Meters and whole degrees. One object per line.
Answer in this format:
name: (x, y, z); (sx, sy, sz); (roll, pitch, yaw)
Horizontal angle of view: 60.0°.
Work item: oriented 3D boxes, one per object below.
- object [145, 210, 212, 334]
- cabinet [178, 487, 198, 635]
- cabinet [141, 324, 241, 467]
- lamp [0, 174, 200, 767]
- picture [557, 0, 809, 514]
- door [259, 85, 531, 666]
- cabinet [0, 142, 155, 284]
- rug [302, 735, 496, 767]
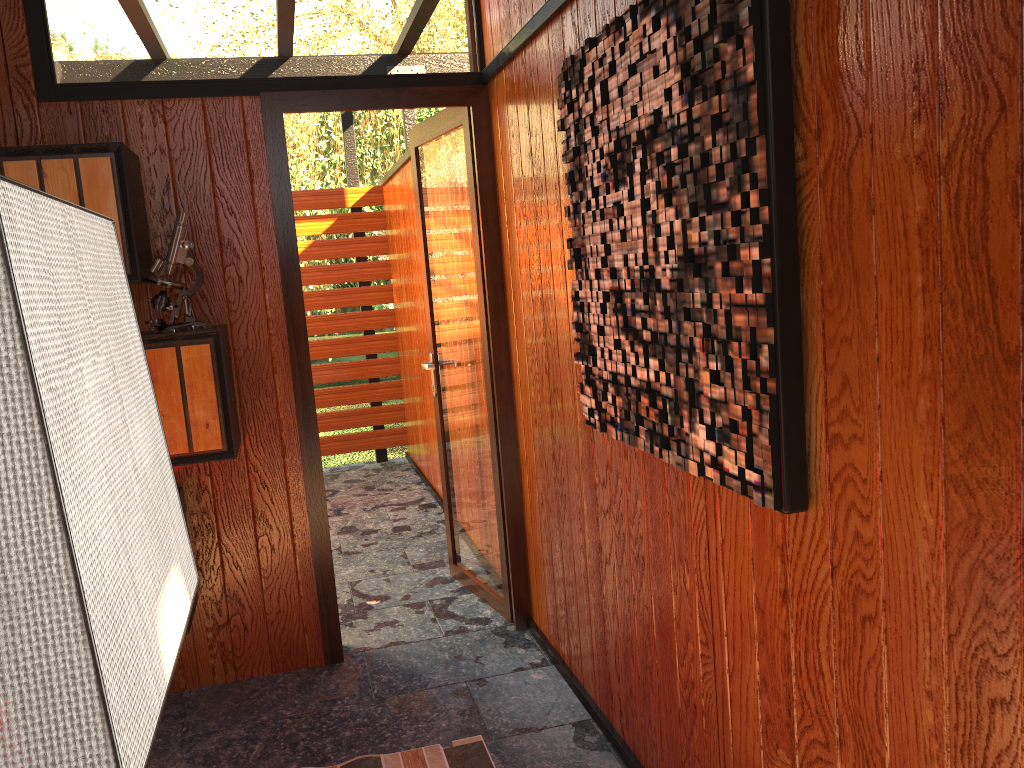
object: (-1.015, -0.334, 2.634); (0.181, 0.354, 0.142); (-2, 8, 22)
cabinet: (-1.819, 0.636, 2.575); (1.653, 0.390, 0.321); (-7, 8, -14)
cabinet: (-1.668, 0.106, 2.556); (1.653, 0.390, 0.321); (-7, 8, -14)
lamp: (-0.345, 0.276, 0.502); (0.316, 0.732, 0.316); (-7, 8, -14)
picture: (0.272, -0.282, 1.721); (0.061, 0.873, 0.916); (-7, 8, -14)
door: (-0.453, -0.043, 3.391); (0.751, 1.955, 0.734); (-7, 8, -14)
cabinet: (-1.904, -0.407, 2.438); (1.653, 0.390, 0.321); (-7, 8, -14)
rug: (-0.968, 1.252, 1.088); (2.439, 0.042, 2.410); (-7, 8, -14)
